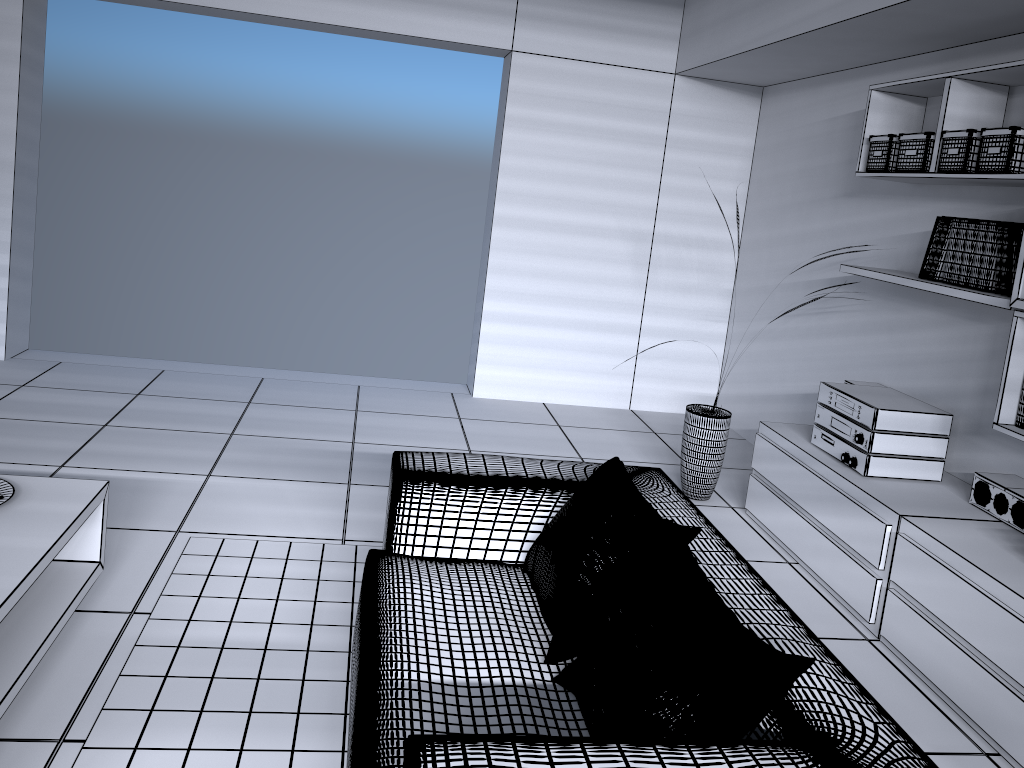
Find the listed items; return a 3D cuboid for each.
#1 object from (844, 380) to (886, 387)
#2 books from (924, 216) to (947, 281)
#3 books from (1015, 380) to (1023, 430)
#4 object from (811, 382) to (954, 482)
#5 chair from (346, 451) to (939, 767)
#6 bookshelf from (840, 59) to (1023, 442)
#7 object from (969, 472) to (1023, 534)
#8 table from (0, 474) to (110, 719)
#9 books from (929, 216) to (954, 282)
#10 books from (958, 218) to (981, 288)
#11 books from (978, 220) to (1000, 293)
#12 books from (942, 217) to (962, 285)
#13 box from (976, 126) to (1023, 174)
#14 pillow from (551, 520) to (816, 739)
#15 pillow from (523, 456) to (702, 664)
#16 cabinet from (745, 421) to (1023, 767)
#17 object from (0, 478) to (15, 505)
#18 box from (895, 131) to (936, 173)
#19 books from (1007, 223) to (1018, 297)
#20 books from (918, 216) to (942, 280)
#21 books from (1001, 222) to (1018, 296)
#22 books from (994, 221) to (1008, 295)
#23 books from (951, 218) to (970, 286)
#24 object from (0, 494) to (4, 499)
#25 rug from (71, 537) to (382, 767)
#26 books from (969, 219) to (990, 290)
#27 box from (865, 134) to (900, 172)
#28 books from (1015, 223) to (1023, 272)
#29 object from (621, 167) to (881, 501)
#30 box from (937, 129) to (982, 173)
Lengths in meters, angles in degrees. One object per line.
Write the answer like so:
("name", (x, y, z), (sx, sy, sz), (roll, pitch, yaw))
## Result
("object", (1.632, 0.114, 4.098), (0.176, 0.228, 0.121), (5, 8, -9))
("books", (1.768, -0.529, 3.500), (0.207, 0.256, 0.076), (5, 7, -9))
("books", (1.810, 0.029, 2.951), (0.207, 0.255, 0.051), (5, 7, -9))
("object", (1.487, 0.185, 3.597), (0.346, 0.265, 0.439), (5, 11, -9))
("chair", (0.113, 0.690, 2.052), (0.958, 0.543, 1.681), (5, 12, -10))
("bookshelf", (1.874, -0.384, 2.677), (0.327, 1.231, 2.873), (6, 12, -10))
("object", (1.780, 0.423, 3.069), (0.176, 0.117, 0.335), (5, 12, -10))
("table", (-1.461, 0.598, 2.026), (0.649, 0.382, 1.224), (5, 12, -10))
("books", (1.773, -0.521, 3.469), (0.207, 0.256, 0.076), (5, 7, -10))
("books", (1.796, -0.480, 3.301), (0.207, 0.255, 0.051), (5, 7, -9))
("books", (1.815, -0.455, 3.200), (0.207, 0.255, 0.051), (5, 7, -9))
("books", (1.786, -0.505, 3.404), (0.207, 0.255, 0.051), (5, 7, -9))
("box", (1.832, -0.814, 3.130), (0.280, 0.159, 0.182), (5, 10, -9))
("pillow", (0.294, 0.567, 1.755), (0.300, 0.392, 0.577), (5, 11, -12))
("pillow", (0.207, 0.448, 2.327), (0.339, 0.383, 0.578), (5, 11, -12))
("cabinet", (1.553, 0.687, 3.065), (0.573, 0.442, 2.314), (5, 13, -10))
("object", (-1.512, 0.306, 2.346), (0.331, 0.024, 0.333), (11, 14, 20))
("box", (1.760, -0.934, 3.617), (0.280, 0.159, 0.215), (5, 11, -9))
("books", (1.827, -0.422, 3.073), (0.207, 0.254, 0.073), (5, 7, -9))
("books", (1.759, -0.535, 3.532), (0.207, 0.254, 0.073), (5, 7, -10))
("books", (1.827, -0.432, 3.105), (0.207, 0.256, 0.076), (5, 7, -9))
("books", (1.823, -0.439, 3.136), (0.207, 0.256, 0.076), (5, 7, -9))
("books", (1.794, -0.492, 3.353), (0.207, 0.255, 0.051), (5, 7, -9))
("object", (-1.511, 0.299, 2.349), (0.217, 0.012, 0.218), (16, 16, 36))
("rug", (-0.126, 0.897, 2.258), (1.795, 0.001, 2.276), (5, 13, -9))
("books", (1.810, -0.467, 3.251), (0.207, 0.255, 0.051), (5, 7, -9))
("box", (1.724, -0.993, 3.857), (0.280, 0.159, 0.177), (5, 10, -9))
("books", (1.825, -0.414, 3.027), (0.207, 0.254, 0.073), (5, 7, -10))
("object", (1.096, -0.203, 4.166), (1.183, 1.562, 0.252), (11, 8, 23))
("box", (1.799, -0.869, 3.352), (0.280, 0.159, 0.178), (5, 10, -9))
